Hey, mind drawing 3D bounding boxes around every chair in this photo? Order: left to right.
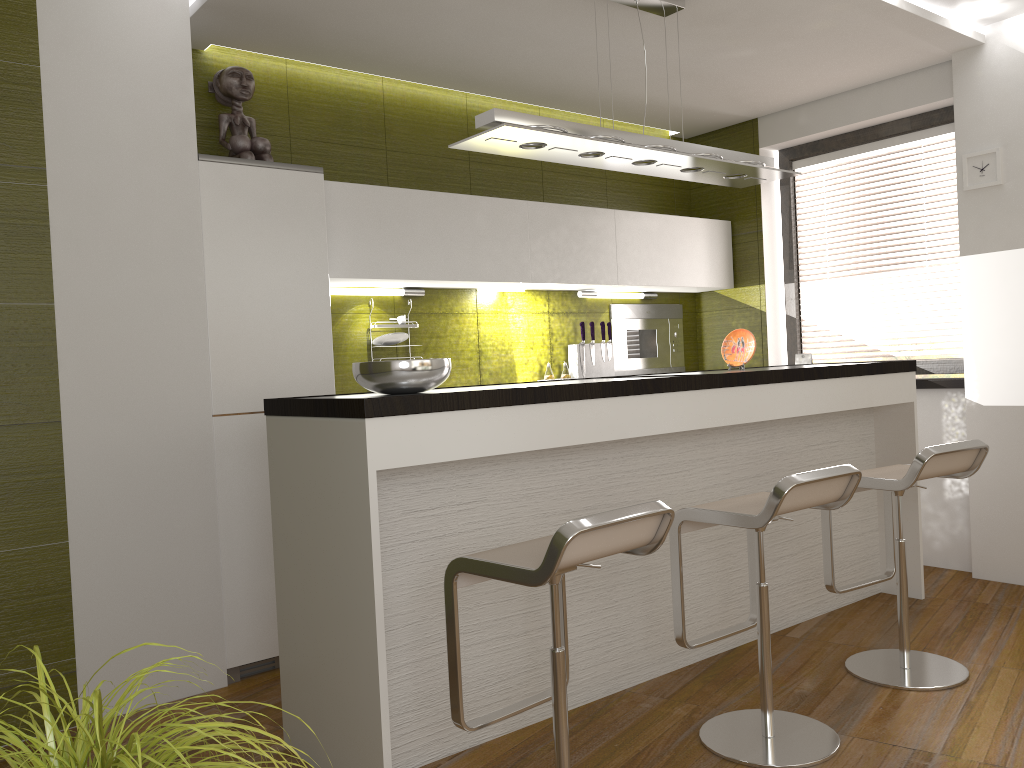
[{"bbox_3d":[0.131,0.722,2.211,0.418,0.857,0.460,-4,2,-43],"label":"chair"},{"bbox_3d":[0.791,0.678,2.739,0.418,0.857,0.460,-4,1,-38],"label":"chair"},{"bbox_3d":[1.452,0.634,3.266,0.418,0.857,0.460,-4,1,-33],"label":"chair"}]

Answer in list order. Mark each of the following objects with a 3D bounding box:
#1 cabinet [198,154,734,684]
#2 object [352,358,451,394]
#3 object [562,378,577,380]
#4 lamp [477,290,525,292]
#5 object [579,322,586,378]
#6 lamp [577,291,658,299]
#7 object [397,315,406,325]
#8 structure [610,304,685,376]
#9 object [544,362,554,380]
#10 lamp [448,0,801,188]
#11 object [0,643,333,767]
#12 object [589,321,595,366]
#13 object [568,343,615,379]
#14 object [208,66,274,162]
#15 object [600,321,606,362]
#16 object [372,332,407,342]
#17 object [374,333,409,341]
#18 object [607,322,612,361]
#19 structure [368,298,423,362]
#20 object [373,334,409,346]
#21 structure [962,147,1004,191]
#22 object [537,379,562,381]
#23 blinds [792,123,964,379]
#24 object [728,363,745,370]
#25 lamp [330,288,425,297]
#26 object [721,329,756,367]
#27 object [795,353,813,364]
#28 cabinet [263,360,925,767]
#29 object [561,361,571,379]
[{"bbox_3d":[-0.037,0.061,4.825,3.471,2.089,0.724,-4,1,-38],"label":"cabinet"},{"bbox_3d":[-0.348,-0.022,2.822,0.311,0.105,0.311,-3,1,-26],"label":"object"},{"bbox_3d":[0.311,-0.016,5.104,0.107,0.032,0.107,-3,1,-27],"label":"object"},{"bbox_3d":[-0.058,-0.521,4.952,0.334,0.008,0.008,-4,1,-38],"label":"lamp"},{"bbox_3d":[0.408,-0.192,5.127,0.046,0.339,0.013,-4,1,-38],"label":"object"},{"bbox_3d":[0.661,-0.548,5.469,0.716,0.041,0.095,-4,1,-39],"label":"lamp"},{"bbox_3d":[-0.561,-0.322,4.494,0.046,0.053,0.051,-3,1,-7],"label":"object"},{"bbox_3d":[0.881,-0.275,5.683,0.663,0.469,0.015,-4,1,-38],"label":"structure"},{"bbox_3d":[0.209,-0.064,5.008,0.059,0.121,0.059,-3,1,7],"label":"object"},{"bbox_3d":[0.513,-1.223,3.537,1.677,0.683,0.326,-4,1,-38],"label":"lamp"},{"bbox_3d":[-0.474,0.752,1.021,0.585,0.904,0.606,-2,1,20],"label":"object"},{"bbox_3d":[0.468,-0.233,5.176,0.042,0.264,0.013,-4,1,-38],"label":"object"},{"bbox_3d":[0.470,-0.123,5.227,0.293,0.227,0.107,-4,1,-38],"label":"object"},{"bbox_3d":[-1.172,-1.152,3.858,0.195,0.488,0.304,-4,2,-41],"label":"object"},{"bbox_3d":[0.537,-0.248,5.231,0.036,0.243,0.013,-4,1,-38],"label":"object"},{"bbox_3d":[-0.603,-0.224,4.404,0.181,0.052,0.173,-4,1,-38],"label":"object"},{"bbox_3d":[-0.603,-0.221,4.403,0.181,0.052,0.173,-4,1,-38],"label":"object"},{"bbox_3d":[0.576,-0.252,5.262,0.040,0.231,0.013,-4,1,-38],"label":"object"},{"bbox_3d":[-0.586,-0.259,4.459,0.266,0.346,0.110,-4,1,-38],"label":"structure"},{"bbox_3d":[-0.602,-0.218,4.403,0.181,0.052,0.173,-4,1,-38],"label":"object"},{"bbox_3d":[2.327,-1.060,4.386,0.026,0.180,0.180,-4,1,-38],"label":"structure"},{"bbox_3d":[0.211,-0.010,5.009,0.107,0.032,0.107,-4,1,-38],"label":"object"},{"bbox_3d":[2.507,-3.389,9.231,16.000,12.704,9.030,-3,1,1],"label":"blinds"},{"bbox_3d":[1.064,-0.133,4.156,0.072,0.131,0.088,-4,2,-43],"label":"object"},{"bbox_3d":[-0.743,-0.456,4.387,0.715,0.041,0.041,-4,1,-38],"label":"lamp"},{"bbox_3d":[1.062,-0.170,4.156,0.055,0.178,0.184,-4,2,-42],"label":"object"},{"bbox_3d":[1.774,-0.098,5.388,0.057,0.169,0.106,-4,2,-44],"label":"object"},{"bbox_3d":[0.580,0.534,3.540,2.947,1.134,0.663,-4,1,-38],"label":"cabinet"},{"bbox_3d":[0.309,-0.071,5.103,0.059,0.121,0.059,-2,1,19],"label":"object"}]
